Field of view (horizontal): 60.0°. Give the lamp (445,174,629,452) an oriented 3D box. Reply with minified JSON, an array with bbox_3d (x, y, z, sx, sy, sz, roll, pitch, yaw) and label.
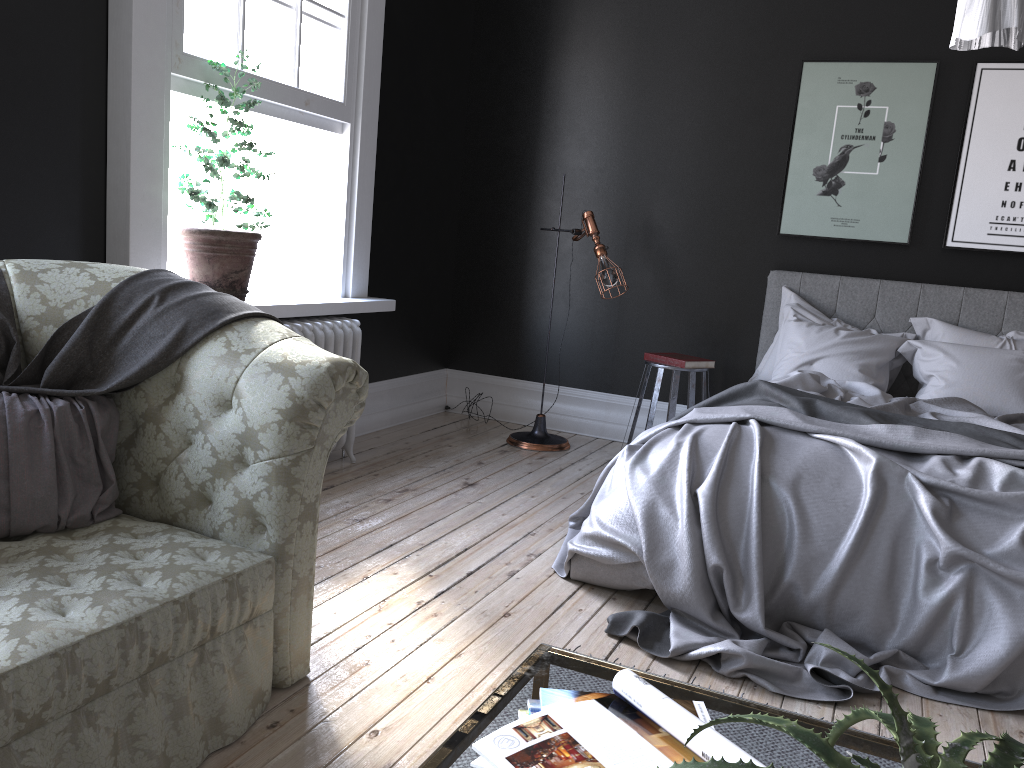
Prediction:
[{"bbox_3d":[0.146,-0.514,6.040,0.437,1.785,1.712,0,11,-29],"label":"lamp"}]

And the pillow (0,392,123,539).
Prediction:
[{"bbox_3d":[-1.429,0.177,2.209,0.404,0.463,0.962,11,11,30],"label":"pillow"}]

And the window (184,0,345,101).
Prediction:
[{"bbox_3d":[-1.191,-1.926,4.347,0.056,1.020,1.260,9,10,23],"label":"window"}]

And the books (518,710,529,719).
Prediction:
[{"bbox_3d":[0.148,0.529,1.188,0.252,0.011,0.317,4,9,-6],"label":"books"}]

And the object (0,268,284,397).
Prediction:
[{"bbox_3d":[-1.372,-0.067,2.638,1.367,0.587,0.515,2,10,-18],"label":"object"}]

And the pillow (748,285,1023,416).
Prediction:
[{"bbox_3d":[2.244,-0.116,5.089,1.828,0.762,0.678,9,10,22],"label":"pillow"}]

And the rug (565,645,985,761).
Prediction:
[{"bbox_3d":[0.372,1.202,0.913,2.103,0.050,3.637,9,10,23],"label":"rug"}]

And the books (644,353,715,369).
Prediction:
[{"bbox_3d":[1.044,-0.148,5.527,0.275,0.045,0.345,-2,11,-37],"label":"books"}]

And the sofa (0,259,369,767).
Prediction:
[{"bbox_3d":[-1.689,0.333,1.775,1.604,1.164,2.807,9,10,23],"label":"sofa"}]

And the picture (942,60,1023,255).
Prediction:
[{"bbox_3d":[2.995,-1.290,5.086,0.791,1.082,0.014,9,11,22],"label":"picture"}]

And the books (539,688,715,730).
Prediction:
[{"bbox_3d":[0.167,0.507,1.206,0.252,0.011,0.317,5,9,-1],"label":"books"}]

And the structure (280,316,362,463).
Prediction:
[{"bbox_3d":[-1.174,0.091,4.624,0.276,0.851,1.138,9,10,22],"label":"structure"}]

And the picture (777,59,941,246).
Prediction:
[{"bbox_3d":[2.110,-1.429,5.455,0.791,1.082,0.014,9,11,22],"label":"picture"}]

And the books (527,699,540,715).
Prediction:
[{"bbox_3d":[0.162,0.518,1.200,0.252,0.011,0.317,4,9,-6],"label":"books"}]

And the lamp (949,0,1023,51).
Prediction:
[{"bbox_3d":[1.186,-1.781,1.866,0.784,2.055,0.779,1,11,-23],"label":"lamp"}]

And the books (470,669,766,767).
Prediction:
[{"bbox_3d":[0.145,0.504,1.128,0.273,0.109,0.321,0,11,-32],"label":"books"}]

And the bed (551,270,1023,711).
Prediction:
[{"bbox_3d":[1.731,0.177,4.133,2.764,1.302,3.274,7,9,11],"label":"bed"}]

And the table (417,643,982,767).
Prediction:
[{"bbox_3d":[0.240,0.923,0.882,1.091,0.560,1.446,9,10,22],"label":"table"}]

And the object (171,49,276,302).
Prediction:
[{"bbox_3d":[-1.311,-0.933,4.064,0.474,1.137,0.504,0,11,-27],"label":"object"}]

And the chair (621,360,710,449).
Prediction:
[{"bbox_3d":[1.002,0.203,5.594,0.613,0.675,0.611,1,10,-23],"label":"chair"}]
